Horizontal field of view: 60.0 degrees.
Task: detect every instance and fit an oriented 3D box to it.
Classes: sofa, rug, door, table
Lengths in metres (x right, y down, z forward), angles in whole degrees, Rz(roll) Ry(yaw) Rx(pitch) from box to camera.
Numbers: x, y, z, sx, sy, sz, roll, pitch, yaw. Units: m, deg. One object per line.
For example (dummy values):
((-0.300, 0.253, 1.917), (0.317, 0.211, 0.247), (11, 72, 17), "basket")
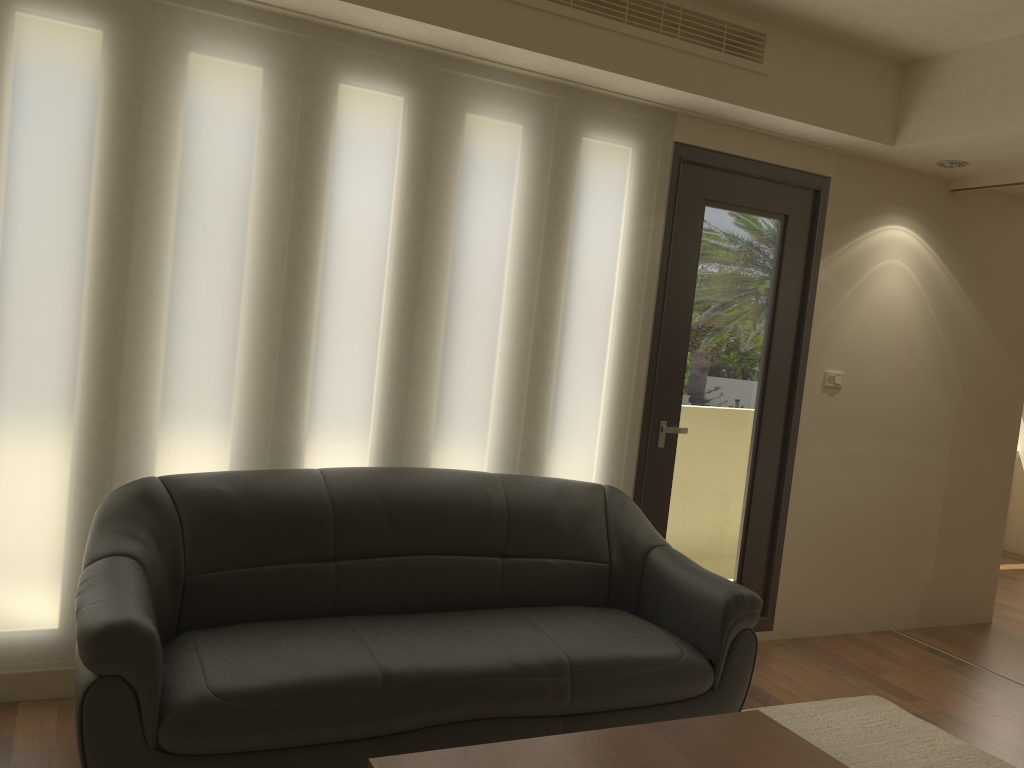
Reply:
((-0.286, 0.826, 3.203), (2.337, 0.918, 0.944), (4, 4, -26), "sofa")
((0.633, 1.458, 2.240), (3.592, 0.011, 2.482), (4, 4, -26), "rug")
((1.059, 0.087, 4.494), (1.011, 2.420, 0.118), (4, 4, -26), "door")
((0.406, 1.214, 1.904), (1.213, 0.482, 1.045), (4, 4, -26), "table")

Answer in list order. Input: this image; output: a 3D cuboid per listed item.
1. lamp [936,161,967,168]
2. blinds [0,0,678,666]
((2.276, -1.155, 4.584), (0.143, 0.059, 0.143), (5, 4, -21), "lamp")
((-0.621, -0.144, 3.579), (2.830, 2.453, 0.002), (4, 4, -26), "blinds")
